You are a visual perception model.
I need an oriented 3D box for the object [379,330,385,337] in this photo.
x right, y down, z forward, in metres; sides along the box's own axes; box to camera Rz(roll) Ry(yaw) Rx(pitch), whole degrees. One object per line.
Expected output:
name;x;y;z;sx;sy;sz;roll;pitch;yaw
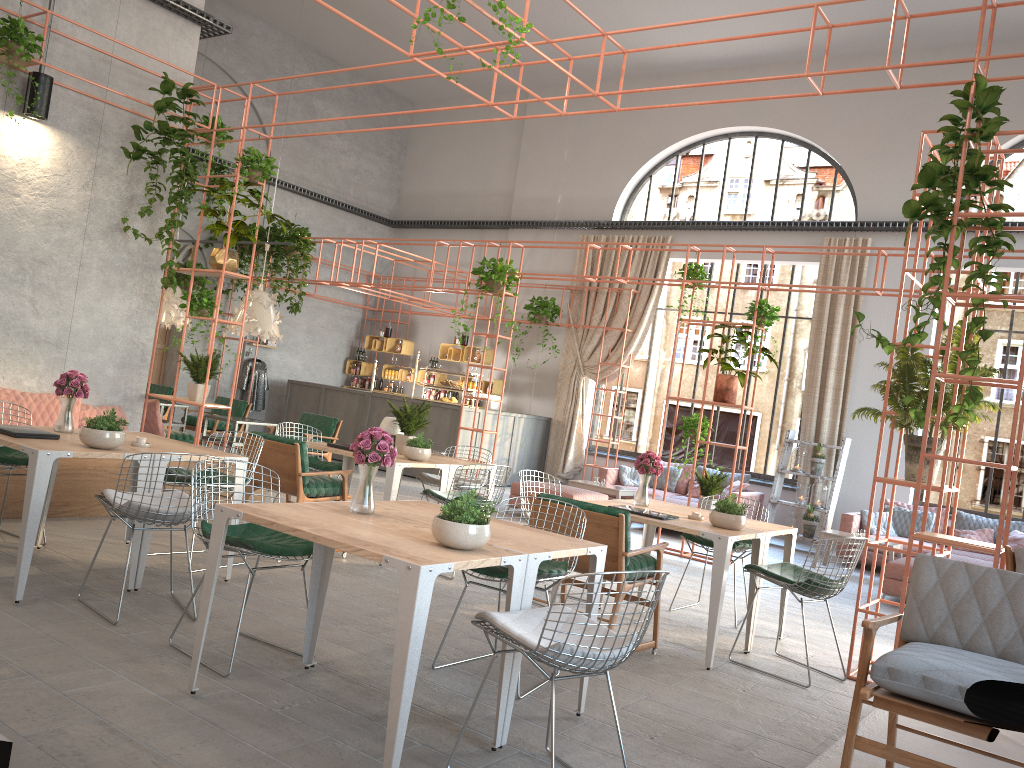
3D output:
object;-2.529;-0.977;17.240;0.088;0.123;0.088;8;-1;2

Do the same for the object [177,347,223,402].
object;-2.964;-0.091;8.439;0.368;0.527;0.438;8;-1;35

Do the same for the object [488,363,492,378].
object;-0.375;-0.235;15.823;0.075;0.273;0.075;8;-1;24

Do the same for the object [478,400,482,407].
object;-0.571;0.340;15.971;0.073;0.131;0.073;8;-1;28

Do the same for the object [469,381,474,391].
object;-0.722;0.041;15.842;0.069;0.191;0.069;9;-1;-19

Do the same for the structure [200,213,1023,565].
structure;1.659;0.098;12.361;14.689;4.247;4.157;8;-1;35

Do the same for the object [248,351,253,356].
object;-4.668;-0.547;15.801;0.049;0.121;0.093;8;-1;38

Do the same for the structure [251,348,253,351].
structure;-4.651;-0.619;15.836;0.019;0.044;0.066;8;-1;35

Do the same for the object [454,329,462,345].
object;-0.992;-0.859;16.370;0.134;0.301;0.134;8;-1;24

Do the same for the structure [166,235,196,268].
structure;-5.646;-2.200;14.198;0.063;0.505;1.312;8;-1;35

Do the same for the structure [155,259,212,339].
structure;-5.467;-1.527;14.740;0.921;1.527;0.950;8;-1;34

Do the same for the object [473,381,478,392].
object;-0.649;0.051;15.790;0.069;0.191;0.069;9;-1;-38

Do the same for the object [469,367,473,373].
object;-0.740;-0.229;15.926;0.083;0.159;0.083;8;-1;-10

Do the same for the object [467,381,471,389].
object;-0.767;0.038;16.061;0.069;0.191;0.069;8;-1;-15

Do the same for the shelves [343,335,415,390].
shelves;-2.531;0.014;17.257;1.750;1.838;0.328;8;-1;35

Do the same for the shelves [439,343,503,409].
shelves;-0.979;0.221;16.147;1.750;1.838;0.328;8;-1;35

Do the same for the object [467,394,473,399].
object;-0.746;0.220;15.940;0.115;0.107;0.115;8;-1;2

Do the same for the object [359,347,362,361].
object;-3.011;-0.598;17.633;0.066;0.291;0.066;7;-1;42

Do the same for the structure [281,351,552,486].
structure;-1.700;0.481;15.871;4.057;2.022;2.579;8;-1;35

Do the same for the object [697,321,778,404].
object;2.542;-0.240;9.958;0.923;0.946;0.924;8;-1;1

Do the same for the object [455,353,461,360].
object;-0.965;-0.494;16.135;0.141;0.142;0.123;8;-1;35

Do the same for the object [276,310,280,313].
object;-4.317;-1.303;16.073;0.013;0.101;0.263;8;-1;35

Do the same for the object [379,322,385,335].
object;-2.545;-1.066;17.480;0.134;0.301;0.134;8;-1;24

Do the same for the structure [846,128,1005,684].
structure;2.764;0.175;5.901;0.424;3.602;0.624;8;-1;35

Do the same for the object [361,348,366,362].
object;-2.963;-0.590;17.698;0.066;0.291;0.066;8;-1;-15

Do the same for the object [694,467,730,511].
object;2.218;1.194;9.928;0.368;0.527;0.438;8;-1;35

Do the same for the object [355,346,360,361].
object;-3.055;-0.605;17.570;0.066;0.291;0.066;8;-1;5

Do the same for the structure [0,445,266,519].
structure;-6.061;0.509;8.770;5.831;0.500;4.386;8;-1;35

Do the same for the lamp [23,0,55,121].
lamp;-3.871;-2.932;7.405;0.185;1.425;0.179;8;-1;35

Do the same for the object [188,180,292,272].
object;-2.628;-1.524;8.499;0.934;0.947;0.903;8;-1;-3

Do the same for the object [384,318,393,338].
object;-2.405;-1.090;17.340;0.134;0.386;0.134;9;-1;-21

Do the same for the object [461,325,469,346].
object;-0.852;-0.883;16.230;0.134;0.386;0.134;8;-1;24

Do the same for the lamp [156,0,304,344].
lamp;-4.167;-2.691;11.358;4.456;4.052;0.704;8;-1;35

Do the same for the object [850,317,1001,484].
object;2.820;0.114;5.955;0.894;1.100;0.900;9;-1;-26

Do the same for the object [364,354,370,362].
object;-2.895;-0.509;17.626;0.115;0.147;0.115;8;-1;-10

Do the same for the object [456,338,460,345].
object;-0.977;-0.770;16.130;0.088;0.123;0.088;8;-1;2

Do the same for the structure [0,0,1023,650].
structure;-3.855;-1.350;7.132;14.096;4.345;4.501;8;-1;34

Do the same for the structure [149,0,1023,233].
structure;-0.701;-3.210;7.953;15.203;0.110;15.603;8;-1;35

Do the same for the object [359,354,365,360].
object;-2.970;-0.521;17.519;0.115;0.147;0.115;8;-1;-10

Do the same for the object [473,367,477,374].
object;-0.667;-0.220;15.873;0.083;0.159;0.083;8;-1;-10

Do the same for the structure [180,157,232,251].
structure;-5.436;-3.017;14.154;0.856;1.514;1.939;8;-1;29

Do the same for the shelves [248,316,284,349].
shelves;-4.414;-1.055;15.949;0.186;0.790;0.560;8;-1;35

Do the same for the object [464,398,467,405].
object;-0.852;0.310;15.924;0.115;0.107;0.115;8;-1;32

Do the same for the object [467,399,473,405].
object;-0.747;0.324;15.849;0.115;0.107;0.115;8;-1;2

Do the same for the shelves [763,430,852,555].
shelves;4.097;1.485;12.389;0.842;1.618;0.856;8;-1;35

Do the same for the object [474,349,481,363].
object;-0.614;-0.505;15.968;0.137;0.261;0.137;9;-1;-19

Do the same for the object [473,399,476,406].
object;-0.648;0.327;15.851;0.073;0.131;0.073;8;-1;28

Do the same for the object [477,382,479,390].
object;-0.635;0.055;15.966;0.069;0.191;0.069;8;-1;7

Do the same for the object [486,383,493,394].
object;-0.374;0.080;15.647;0.131;0.207;0.131;8;-1;-10
